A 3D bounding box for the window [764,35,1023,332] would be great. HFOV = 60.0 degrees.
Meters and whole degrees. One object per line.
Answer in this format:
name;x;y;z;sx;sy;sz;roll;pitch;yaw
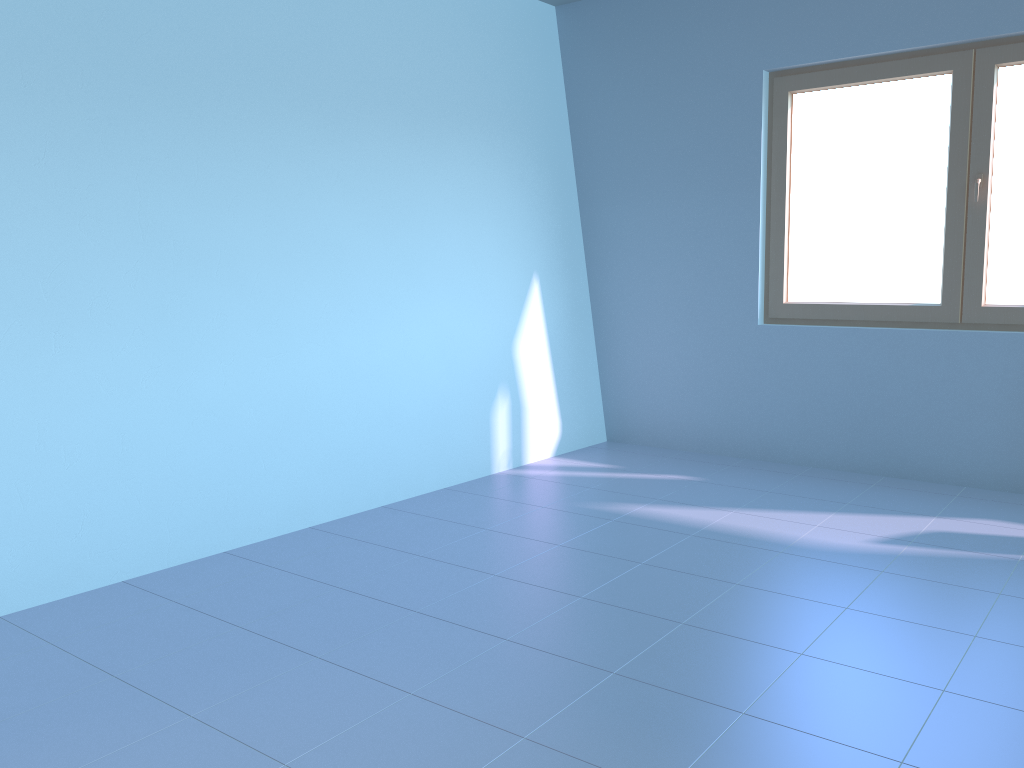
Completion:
window;1.886;-0.888;4.096;1.475;1.263;0.142;5;10;37
